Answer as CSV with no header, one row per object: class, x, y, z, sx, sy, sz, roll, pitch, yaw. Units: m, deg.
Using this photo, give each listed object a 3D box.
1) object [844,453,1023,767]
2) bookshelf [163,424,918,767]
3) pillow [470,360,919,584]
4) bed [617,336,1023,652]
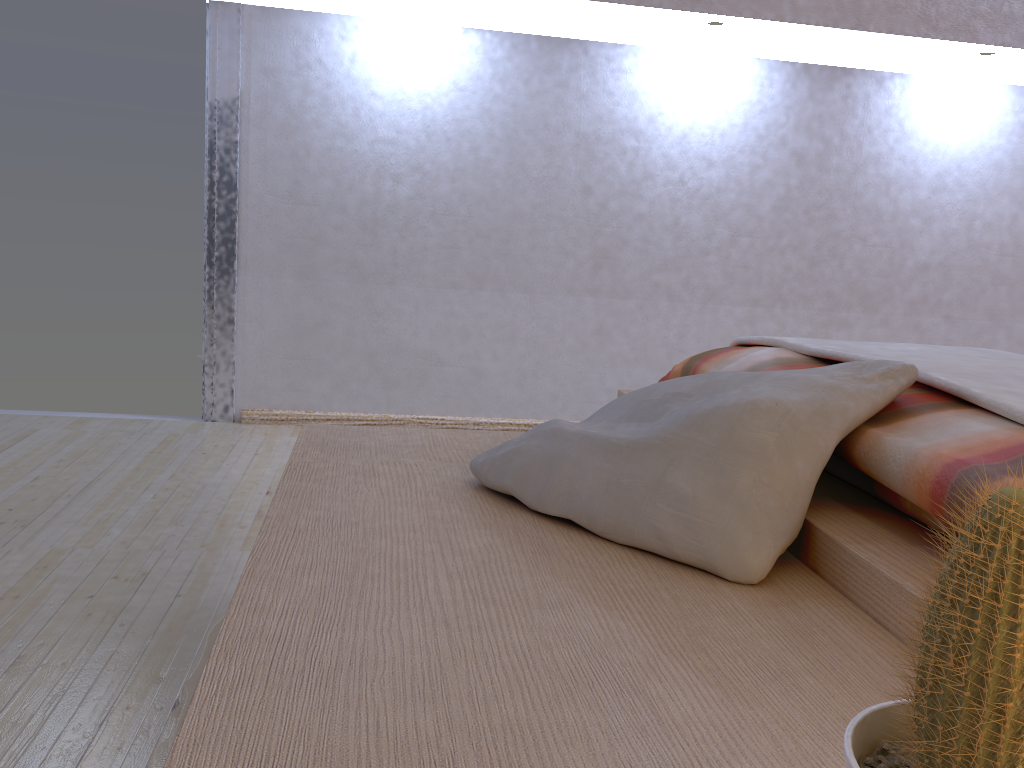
object,0.229,0.174,0.405,0.144,0.294,0.144,7,10,16
bookshelf,0.033,0.363,0.957,0.643,0.303,1.495,3,9,-9
pillow,0.253,0.060,1.262,0.470,0.241,0.498,-5,13,-43
bed,1.860,0.106,1.175,3.009,0.994,2.087,3,9,-9
